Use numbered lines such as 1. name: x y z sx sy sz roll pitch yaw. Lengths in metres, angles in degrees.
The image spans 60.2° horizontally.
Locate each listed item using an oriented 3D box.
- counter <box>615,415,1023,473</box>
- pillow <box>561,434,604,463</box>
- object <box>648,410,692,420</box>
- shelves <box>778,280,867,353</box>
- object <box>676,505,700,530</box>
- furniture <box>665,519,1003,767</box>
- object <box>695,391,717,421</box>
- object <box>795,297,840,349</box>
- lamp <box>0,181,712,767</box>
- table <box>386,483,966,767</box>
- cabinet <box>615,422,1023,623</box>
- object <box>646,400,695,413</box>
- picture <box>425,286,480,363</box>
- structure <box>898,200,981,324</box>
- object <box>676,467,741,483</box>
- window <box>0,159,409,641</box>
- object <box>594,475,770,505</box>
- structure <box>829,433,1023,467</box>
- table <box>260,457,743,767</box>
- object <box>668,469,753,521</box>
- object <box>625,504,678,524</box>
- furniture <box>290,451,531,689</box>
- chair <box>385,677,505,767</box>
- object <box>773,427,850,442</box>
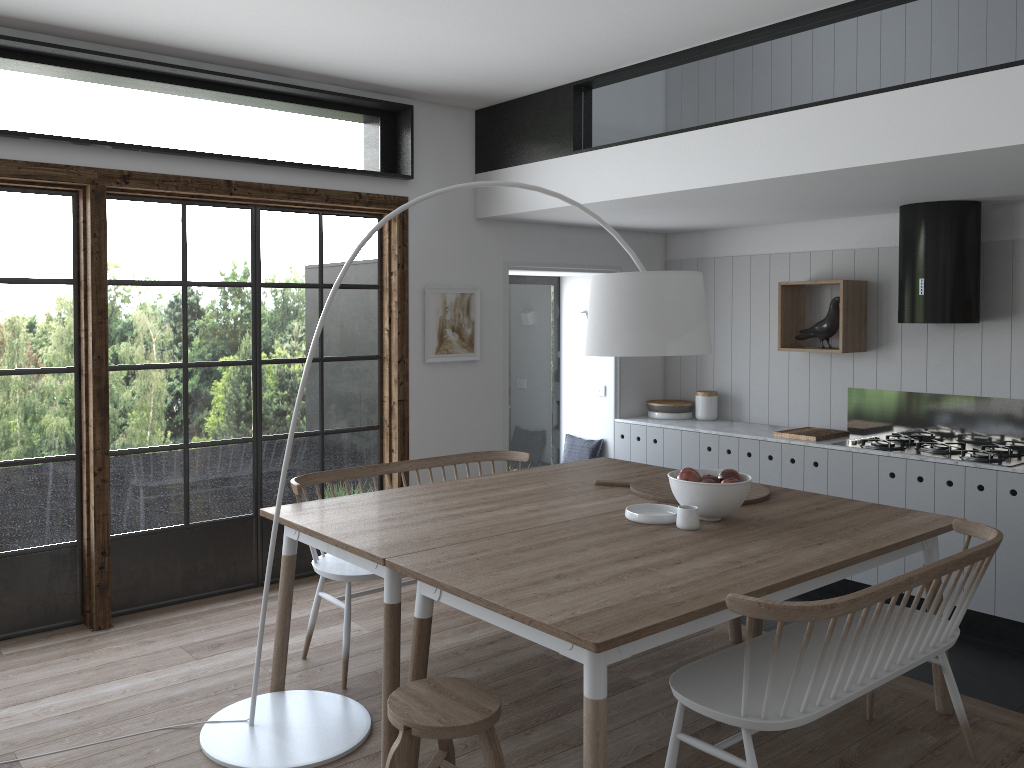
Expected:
1. counter: 3.000 0.443 4.333 0.564 0.020 6.302 -4 6 -40
2. pillow: 0.539 0.549 6.765 0.176 0.293 0.414 -2 4 -40
3. object: 1.188 0.225 6.636 0.326 0.055 0.326 0 5 -1
4. shelves: 3.036 -0.369 4.474 0.292 0.796 3.680 -2 4 -40
5. object: 0.646 0.492 3.245 0.081 0.078 0.086 -3 4 -40
6. furniture: 1.043 0.912 2.781 1.324 0.809 0.560 -3 4 -39
7. object: 1.420 0.160 6.456 0.157 0.212 0.151 1 3 19
8. object: 1.995 -0.398 5.731 0.135 0.334 0.344 -2 3 -39
9. lamp: -1.865 0.308 2.895 5.154 2.022 0.884 -1 2 -13
10. table: 0.665 0.915 3.132 1.988 0.748 0.963 -4 5 -39
11. cabinet: 2.786 0.845 4.167 0.010 0.746 6.298 -1 4 -40
12. object: 1.188 0.167 6.635 0.363 0.065 0.357 1 5 10
13. picture: -0.379 -0.379 5.595 0.423 0.470 0.030 -3 3 -39
14. structure: 2.448 -0.784 5.065 0.417 0.868 0.412 0 2 7
15. object: 0.758 0.414 3.401 0.254 0.167 0.234 1 4 11
16. window: -2.719 0.125 3.814 5.261 2.254 0.166 -4 3 -39
17. object: 0.788 0.467 3.898 0.667 0.023 0.608 -2 5 -17
18. structure: 2.413 0.354 5.038 0.540 0.048 1.011 -4 6 -40
19. table: 0.047 0.857 3.870 1.988 0.748 0.963 -4 5 -39
20. object: 0.761 0.435 3.405 0.306 0.164 0.324 -4 5 -42
21. object: 0.544 0.501 3.406 0.220 0.035 0.210 2 5 29
22. furniture: -0.380 0.803 4.185 1.324 0.809 0.560 -3 4 -39
23. chair: -0.151 1.123 2.468 0.444 0.449 0.470 2 4 37
24. object: 1.907 0.318 5.624 0.390 0.030 0.299 -4 6 -39
